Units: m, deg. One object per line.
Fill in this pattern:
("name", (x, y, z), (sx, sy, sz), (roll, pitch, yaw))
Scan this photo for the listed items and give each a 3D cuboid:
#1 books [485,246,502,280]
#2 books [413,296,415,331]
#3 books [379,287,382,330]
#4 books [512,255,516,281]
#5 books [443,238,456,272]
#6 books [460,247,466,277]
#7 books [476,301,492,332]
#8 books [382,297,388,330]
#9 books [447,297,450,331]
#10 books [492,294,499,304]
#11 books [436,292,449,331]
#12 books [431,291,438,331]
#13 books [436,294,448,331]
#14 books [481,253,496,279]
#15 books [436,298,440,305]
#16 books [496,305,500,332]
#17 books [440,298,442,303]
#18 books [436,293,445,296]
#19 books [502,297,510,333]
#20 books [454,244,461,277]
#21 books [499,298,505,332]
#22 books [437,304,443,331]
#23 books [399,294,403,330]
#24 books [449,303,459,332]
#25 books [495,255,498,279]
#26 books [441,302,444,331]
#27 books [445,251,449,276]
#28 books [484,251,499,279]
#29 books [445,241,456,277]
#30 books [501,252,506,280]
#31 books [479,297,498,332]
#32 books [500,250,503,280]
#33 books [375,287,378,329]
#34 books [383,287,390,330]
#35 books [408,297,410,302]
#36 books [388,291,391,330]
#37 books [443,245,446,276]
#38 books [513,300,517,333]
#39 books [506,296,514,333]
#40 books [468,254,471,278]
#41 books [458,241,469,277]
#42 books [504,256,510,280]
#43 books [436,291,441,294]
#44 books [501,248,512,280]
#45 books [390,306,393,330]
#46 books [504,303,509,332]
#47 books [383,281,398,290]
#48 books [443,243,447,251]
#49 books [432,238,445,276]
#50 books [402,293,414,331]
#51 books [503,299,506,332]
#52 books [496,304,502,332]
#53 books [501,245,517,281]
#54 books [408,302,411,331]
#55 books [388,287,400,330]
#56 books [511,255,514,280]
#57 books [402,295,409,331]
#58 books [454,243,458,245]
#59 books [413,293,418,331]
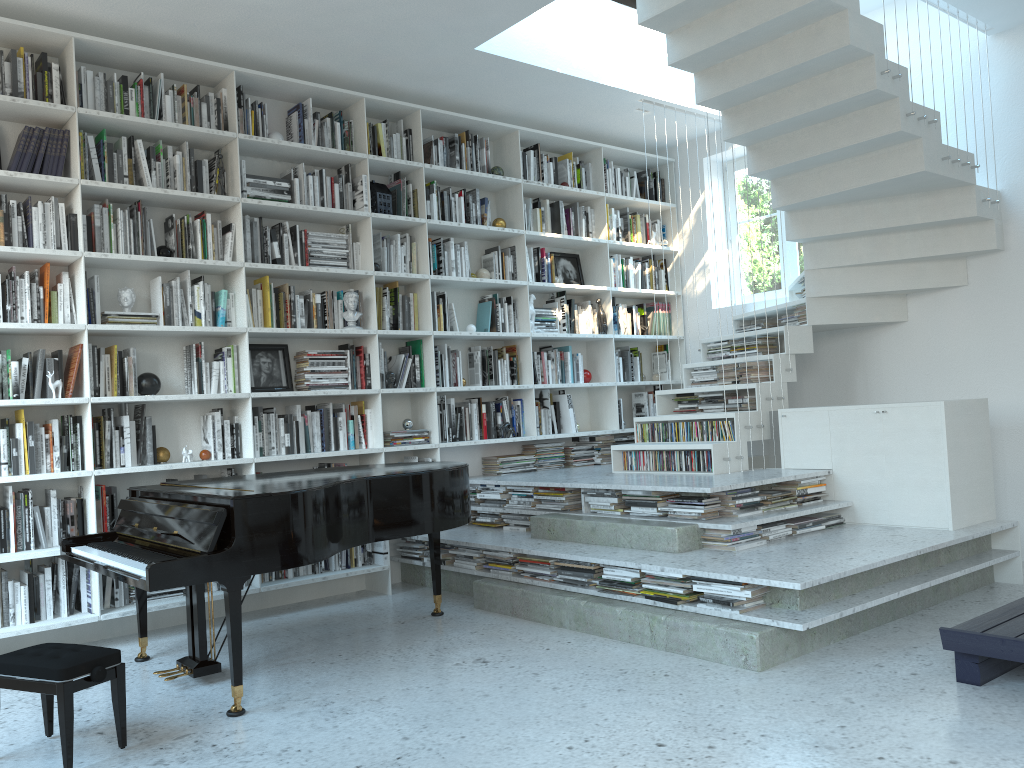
("books", (-0.132, -0.848, 6.387), (0.015, 0.267, 0.164), (-2, -2, -39))
("books", (-0.696, -0.453, 5.927), (0.019, 0.247, 0.149), (-2, -2, -39))
("books", (-0.885, -0.471, 5.745), (0.035, 0.293, 0.145), (-2, -2, -39))
("books", (-0.035, -0.820, 6.464), (0.012, 0.206, 0.169), (-2, -2, -39))
("books", (-0.452, -0.852, 6.144), (0.027, 0.295, 0.159), (-2, -2, -39))
("books", (-0.388, -0.823, 6.183), (0.021, 0.232, 0.183), (-2, -2, -39))
("books", (-0.202, -0.463, 6.320), (0.056, 0.241, 0.153), (-2, -2, -39))
("books", (-0.861, -0.441, 5.769), (0.015, 0.231, 0.180), (-2, -2, -39))
("books", (-0.479, -0.463, 6.098), (0.007, 0.254, 0.161), (-2, -2, -39))
("books", (-0.142, -0.493, 6.374), (0.013, 0.295, 0.154), (-2, -2, -39))
("books", (-0.493, -0.479, 6.078), (0.013, 0.287, 0.159), (-2, -2, -39))
("books", (-0.566, -0.474, 5.986), (0.013, 0.279, 0.192), (-2, -2, -39))
("books", (-0.500, -0.471, 6.064), (0.006, 0.270, 0.178), (-2, -2, -39))
("books", (-0.167, -0.822, 6.380), (0.015, 0.220, 0.140), (-2, -2, -39))
("books", (-0.537, -0.456, 6.040), (0.008, 0.242, 0.169), (-2, -2, -39))
("books", (-0.147, -0.450, 6.346), (0.006, 0.209, 0.188), (-2, -2, -39))
("books", (-0.514, -0.456, 6.064), (0.017, 0.243, 0.132), (-2, -2, -39))
("books", (-0.499, -0.472, 6.072), (0.006, 0.273, 0.167), (-2, -2, -39))
("books", (-0.084, -0.484, 6.415), (0.032, 0.274, 0.154), (-2, -2, -39))
("books", (-0.421, -0.828, 6.148), (0.025, 0.244, 0.183), (-2, -2, -39))
("books", (-0.116, -0.478, 6.377), (0.018, 0.263, 0.165), (-2, -2, -39))
("books", (-0.529, -0.432, 6.011), (0.017, 0.192, 0.191), (-2, -2, -39))
("books", (-0.778, -0.454, 5.844), (0.033, 0.253, 0.174), (-2, -2, -39))
("books", (-0.438, -0.442, 6.095), (0.051, 0.210, 0.176), (-2, -2, -39))
("books", (-0.156, -0.815, 6.384), (0.005, 0.205, 0.154), (-2, -2, -39))
("books", (-0.515, -0.441, 6.046), (0.007, 0.211, 0.158), (-2, -2, -39))
("books", (-0.497, -0.801, 6.095), (0.025, 0.194, 0.171), (-2, -2, -39))
("books", (-0.149, -0.829, 6.388), (0.012, 0.232, 0.154), (-2, -2, -39))
("books", (-0.457, -0.837, 6.106), (0.030, 0.263, 0.182), (-2, -2, -39))
("books", (-0.106, -0.828, 6.424), (0.016, 0.228, 0.160), (-2, -2, -39))
("books", (-0.169, -0.477, 6.338), (0.021, 0.264, 0.174), (-2, -2, -39))
("books", (-0.127, -0.835, 6.406), (0.016, 0.243, 0.151), (-2, -2, -39))
("books", (-0.907, -0.471, 5.732), (0.035, 0.293, 0.145), (-2, -2, -39))
("books", (-0.848, -0.473, 5.778), (0.019, 0.294, 0.164), (-2, -2, -39))
("books", (-0.723, -0.448, 5.893), (0.028, 0.239, 0.145), (-2, -2, -39))
("books", (-0.847, -0.464, 5.808), (0.035, 0.278, 0.139), (-2, -2, -39))
("books", (-0.510, -0.822, 6.074), (0.022, 0.237, 0.164), (-2, -2, -39))
("books", (-0.025, -0.476, 6.438), (0.011, 0.252, 0.169), (-2, -2, -39))
("books", (-0.052, -0.485, 6.412), (0.012, 0.273, 0.184), (-2, -2, -39))
("books", (-0.348, -0.834, 6.231), (0.034, 0.254, 0.161), (-2, -2, -39))
("books", (-0.364, -0.844, 6.189), (0.024, 0.272, 0.169), (-2, -2, -39))
("books", (-0.080, -0.816, 6.436), (0.013, 0.202, 0.173), (-2, -2, -39))
("books", (-0.510, -0.483, 6.118), (0.011, 0.300, 0.088), (-2, -2, -39))
("books", (-0.064, -0.844, 6.438), (0.016, 0.257, 0.176), (-2, -2, -39))
("books", (-0.826, -0.416, 5.825), (0.030, 0.181, 0.131), (-2, -2, -39))
("books", (-0.087, -0.460, 6.390), (0.012, 0.224, 0.178), (-2, -2, -39))
("books", (-0.793, -0.496, 5.831), (0.021, 0.337, 0.169), (-2, -2, -39))
("books", (-0.488, -0.832, 6.112), (0.011, 0.257, 0.131), (-2, -2, -39))
("books", (-0.522, -0.844, 6.058), (0.014, 0.280, 0.177), (-2, -2, -39))
("books", (-0.702, -0.463, 5.904), (0.032, 0.266, 0.143), (-2, -2, -39))
("books", (-0.103, -0.476, 6.388), (0.015, 0.259, 0.152), (-2, -2, -39))
("books", (-0.140, -0.455, 6.352), (0.013, 0.219, 0.187), (-2, -2, -39))
("books", (-0.026, -0.856, 6.465), (0.005, 0.278, 0.182), (-2, -2, -39))
("books", (-0.729, -0.432, 5.861), (0.034, 0.204, 0.181), (-2, -2, -39))
("books", (-0.789, -0.475, 5.808), (0.019, 0.293, 0.182), (-2, -2, -39))
("books", (-0.052, -0.819, 6.445), (0.013, 0.204, 0.174), (-2, -2, -39))
("books", (-0.744, -0.450, 5.840), (0.027, 0.242, 0.188), (-2, -2, -39))
("books", (-0.415, -0.836, 6.180), (0.024, 0.262, 0.133), (-2, -2, -39))
("books", (-0.680, -0.464, 5.938), (0.033, 0.268, 0.142), (-2, -2, -39))
